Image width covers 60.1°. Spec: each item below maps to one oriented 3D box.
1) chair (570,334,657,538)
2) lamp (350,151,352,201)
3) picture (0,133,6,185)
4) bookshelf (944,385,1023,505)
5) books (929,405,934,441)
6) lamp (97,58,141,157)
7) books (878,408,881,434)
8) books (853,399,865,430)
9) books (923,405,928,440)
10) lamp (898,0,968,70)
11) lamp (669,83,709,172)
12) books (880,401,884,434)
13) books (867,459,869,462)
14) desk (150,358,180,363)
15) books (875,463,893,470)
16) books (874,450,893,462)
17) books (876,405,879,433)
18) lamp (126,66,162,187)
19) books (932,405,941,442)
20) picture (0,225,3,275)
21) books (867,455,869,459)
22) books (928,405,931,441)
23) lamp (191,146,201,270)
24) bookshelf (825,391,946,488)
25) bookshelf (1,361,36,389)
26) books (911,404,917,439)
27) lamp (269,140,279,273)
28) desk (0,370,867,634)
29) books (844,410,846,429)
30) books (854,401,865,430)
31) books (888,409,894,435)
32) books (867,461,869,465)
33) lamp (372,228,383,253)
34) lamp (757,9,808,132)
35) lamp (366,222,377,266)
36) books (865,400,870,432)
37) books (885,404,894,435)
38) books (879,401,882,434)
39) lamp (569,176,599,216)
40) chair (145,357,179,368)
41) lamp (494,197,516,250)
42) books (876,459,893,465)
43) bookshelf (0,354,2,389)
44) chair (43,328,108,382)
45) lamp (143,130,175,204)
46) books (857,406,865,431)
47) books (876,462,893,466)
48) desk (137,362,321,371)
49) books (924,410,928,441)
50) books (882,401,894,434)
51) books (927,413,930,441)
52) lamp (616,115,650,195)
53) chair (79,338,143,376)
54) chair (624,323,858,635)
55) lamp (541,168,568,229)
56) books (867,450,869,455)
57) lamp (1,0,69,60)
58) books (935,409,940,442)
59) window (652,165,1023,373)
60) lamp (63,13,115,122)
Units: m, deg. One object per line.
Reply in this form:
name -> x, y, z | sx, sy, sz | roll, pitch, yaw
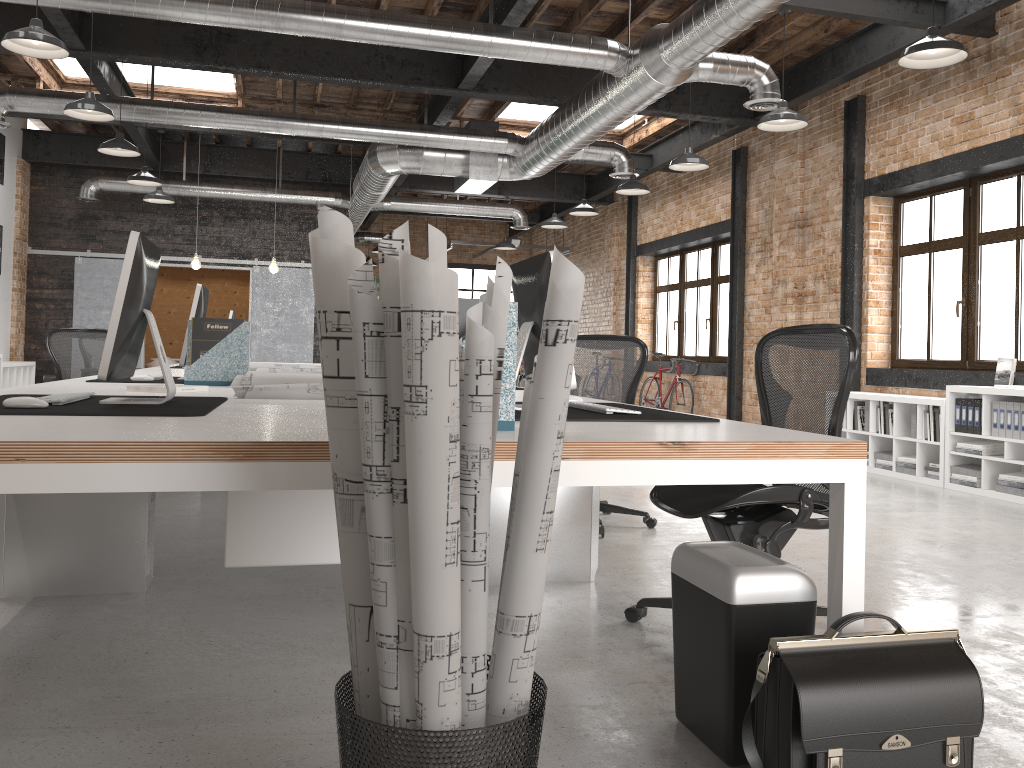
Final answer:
chair -> 0.449, 0.252, 5.037 | 0.770, 1.086, 0.792 | 1, 0, 9
lamp -> -2.073, -2.208, 11.332 | 0.123, 1.680, 0.123 | 2, -1, -17
picture -> -6.795, -3.003, 11.708 | 0.018, 0.662, 0.532 | 2, 0, -15
bookshelf -> 3.757, 0.443, 6.191 | 0.400, 0.800, 1.544 | 2, 1, -15
books -> 3.483, 0.302, 7.106 | 0.259, 0.353, 0.070 | 1, -1, -10
lamp -> -3.570, -2.538, 8.084 | 0.362, 0.857, 0.362 | 2, -1, -7
books -> 3.286, 0.332, 7.743 | 0.162, 0.240, 0.054 | 2, -1, -10
books -> 3.244, 0.262, 8.111 | 0.271, 0.354, 0.063 | 1, -1, -10
books -> 3.464, 0.322, 7.213 | 0.259, 0.305, 0.040 | 1, -1, -10
lamp -> 2.421, -2.538, 5.076 | 0.362, 1.364, 0.361 | 1, -1, 3
lamp -> 1.629, -2.656, 8.086 | 0.361, 1.364, 0.362 | 2, -1, -42
books -> 3.341, 0.278, 7.714 | 0.259, 0.353, 0.070 | 1, -1, -10
books -> 3.247, 0.671, 7.939 | 0.163, 0.047, 0.239 | 1, 2, -14
desk -> -5.353, -0.070, 15.765 | 1.998, 0.732, 0.998 | 1, 1, -14
books -> 3.306, 0.707, 7.639 | 0.206, 0.061, 0.274 | 1, 2, -15
books -> 3.313, 0.627, 7.648 | 0.217, 0.078, 0.291 | 1, 2, -15
books -> 3.286, 0.320, 7.775 | 0.182, 0.262, 0.056 | 2, -1, -10
lamp -> -3.958, -2.851, 9.588 | 0.362, 1.364, 0.361 | 2, -1, -7
books -> 3.490, 0.302, 7.077 | 0.271, 0.354, 0.063 | 1, -1, -10
picture -> -6.832, -1.794, 11.710 | 0.018, 0.662, 0.532 | 2, 0, -15
books -> 3.268, 0.643, 7.957 | 0.222, 0.055, 0.282 | 1, 2, -14
books -> 3.475, 0.300, 7.129 | 0.258, 0.355, 0.049 | 1, -1, -10
lamp -> -3.852, -2.240, 10.864 | 0.123, 1.680, 0.123 | 2, -1, -17
bookshelf -> 3.355, 0.442, 7.691 | 0.400, 0.685, 1.544 | 2, 1, -15
bookshelf -> -6.642, 0.057, 11.534 | 0.400, 0.685, 1.544 | 2, 1, -15
books -> 3.439, 0.294, 7.327 | 0.259, 0.351, 0.065 | 1, -1, -10
lamp -> -2.963, -2.224, 11.098 | 0.123, 1.680, 0.123 | 2, -1, -17
desk -> -0.965, 0.400, 4.196 | 2.311, 0.770, 5.112 | 1, 2, -15
books -> 3.218, 0.282, 8.248 | 0.259, 0.305, 0.040 | 1, -1, -10
books -> 3.232, 0.299, 8.075 | 0.221, 0.283, 0.061 | 1, -1, -10
books -> 3.340, 0.338, 7.614 | 0.197, 0.240, 0.058 | 1, -1, -10
books -> 3.250, 0.700, 7.953 | 0.184, 0.049, 0.261 | 1, 2, -14
lamp -> -2.279, -2.991, 15.657 | 0.361, 1.339, 0.362 | 2, -1, -37
lamp -> 2.017, -2.344, 6.582 | 0.362, 0.857, 0.361 | 1, -1, 3
lamp -> -2.908, -3.085, 18.045 | 0.361, 1.339, 0.362 | 2, -1, -37
books -> 3.297, 0.270, 7.935 | 0.259, 0.351, 0.065 | 1, -1, -10
books -> 3.336, 0.315, 7.649 | 0.221, 0.283, 0.061 | 1, -1, -10
books -> 3.333, 0.276, 7.737 | 0.258, 0.355, 0.049 | 1, -1, -10
lamp -> 0.898, -2.766, 10.865 | 0.362, 1.364, 0.361 | 2, -1, -7
chair -> -5.744, -0.068, 14.662 | 0.617, 0.778, 0.581 | 1, 0, -20
lamp -> -0.099, -2.660, 14.623 | 0.361, 0.857, 0.362 | 2, -1, -37
books -> 3.313, 0.663, 7.628 | 0.214, 0.046, 0.251 | 1, 2, -15
bookshelf -> -6.247, 0.058, 10.041 | 0.400, 0.800, 1.544 | 2, 1, -15
chair -> -3.500, 0.075, 7.336 | 0.793, 1.086, 0.770 | 1, 0, 44
lamp -> -4.272, -2.643, 10.749 | 0.362, 0.857, 0.361 | 1, -1, 3
books -> 3.236, 0.321, 8.040 | 0.197, 0.240, 0.058 | 1, -1, -10
books -> 3.312, 0.681, 7.632 | 0.219, 0.034, 0.260 | 1, 2, -15
desk -> -2.267, 0.206, 9.146 | 2.311, 0.770, 5.112 | 1, 2, -15
books -> 3.428, 0.344, 7.166 | 0.182, 0.262, 0.056 | 2, -1, -10
books -> 3.348, 0.279, 7.685 | 0.271, 0.354, 0.063 | 1, -1, -10
books -> 3.428, 0.356, 7.135 | 0.162, 0.240, 0.054 | 2, -1, -10
lamp -> 1.286, -2.453, 9.360 | 0.362, 0.857, 0.361 | 1, -1, 8
chair -> -4.466, -0.035, 9.961 | 0.793, 1.086, 0.770 | 1, 0, 24
chair -> 0.821, 0.328, 3.012 | 0.792, 1.086, 0.771 | 2, 0, -31
lamp -> 0.585, -2.558, 12.026 | 0.362, 0.857, 0.361 | 1, -1, 3
books -> 3.271, 0.611, 7.933 | 0.199, 0.055, 0.240 | 1, 2, -14
lamp -> -2.839, -2.429, 5.305 | 0.362, 0.857, 0.361 | 1, -1, 3
books -> 3.478, 0.339, 7.041 | 0.221, 0.283, 0.061 | 1, -1, -10
window -> 3.320, -1.032, 9.820 | 0.147, 1.691, 8.638 | 2, 2, -15
lamp -> -3.227, -2.741, 6.810 | 0.361, 1.364, 0.362 | 2, -1, -22
